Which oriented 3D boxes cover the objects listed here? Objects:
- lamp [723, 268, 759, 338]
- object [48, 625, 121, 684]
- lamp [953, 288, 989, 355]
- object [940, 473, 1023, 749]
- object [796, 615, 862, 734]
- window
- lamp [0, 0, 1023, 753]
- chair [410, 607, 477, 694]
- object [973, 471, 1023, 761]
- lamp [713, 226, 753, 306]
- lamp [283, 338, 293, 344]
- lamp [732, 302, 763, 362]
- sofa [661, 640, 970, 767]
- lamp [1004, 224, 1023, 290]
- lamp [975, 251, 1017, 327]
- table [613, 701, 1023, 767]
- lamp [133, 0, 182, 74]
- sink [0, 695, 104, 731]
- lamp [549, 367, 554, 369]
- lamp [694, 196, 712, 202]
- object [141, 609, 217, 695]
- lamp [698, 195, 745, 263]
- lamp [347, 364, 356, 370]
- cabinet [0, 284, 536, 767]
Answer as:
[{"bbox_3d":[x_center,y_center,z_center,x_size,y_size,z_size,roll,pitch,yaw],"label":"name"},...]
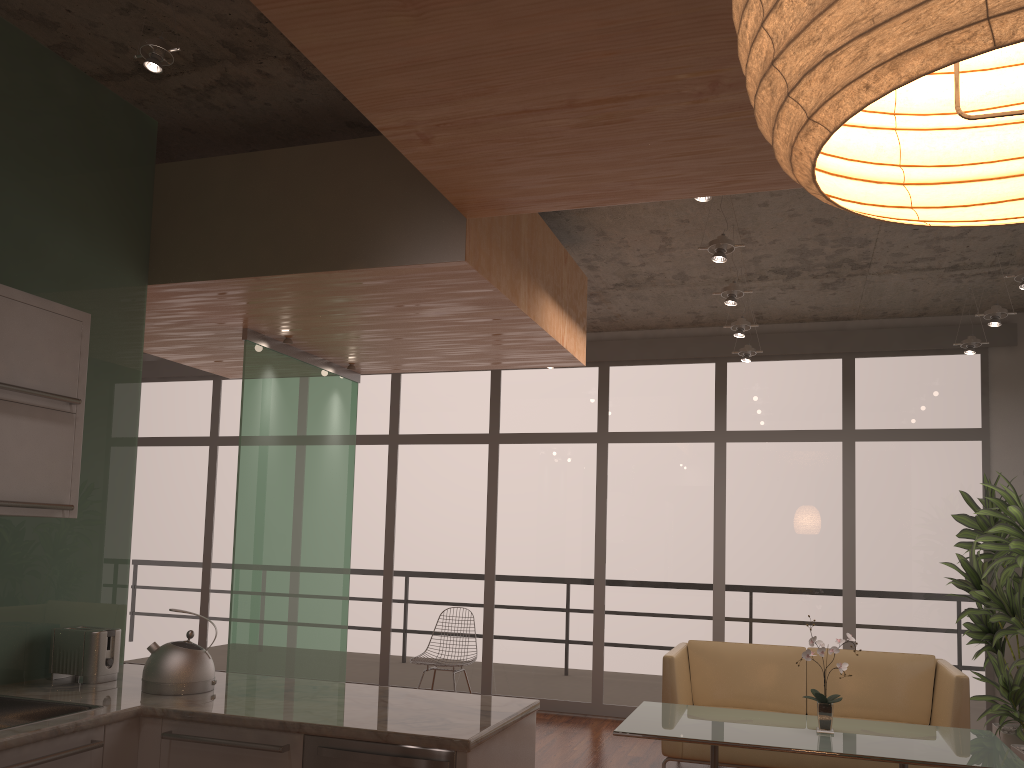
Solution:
[{"bbox_3d":[1.550,-0.556,5.973,0.199,0.478,0.135,3,-5,-14],"label":"lamp"},{"bbox_3d":[-1.685,1.071,3.498,0.237,0.200,0.154,-1,-7,18],"label":"object"},{"bbox_3d":[3.258,-0.451,6.269,0.199,0.478,0.135,3,-5,-14],"label":"lamp"},{"bbox_3d":[3.588,1.641,6.069,1.086,2.086,0.970,-3,-7,36],"label":"object"},{"bbox_3d":[1.620,1.503,4.560,0.298,0.584,0.374,0,-6,12],"label":"object"},{"bbox_3d":[-0.192,1.272,8.083,8.581,3.252,0.062,-1,-5,18],"label":"window"},{"bbox_3d":[-0.644,0.305,2.055,3.224,1.335,3.096,-1,-10,18],"label":"lamp"},{"bbox_3d":[-0.572,2.394,7.610,0.544,0.893,0.565,0,-7,18],"label":"chair"},{"bbox_3d":[3.395,1.519,5.424,0.971,2.086,1.086,-2,-7,31],"label":"object"},{"bbox_3d":[1.300,-0.703,5.197,0.199,0.478,0.135,3,-5,-14],"label":"lamp"},{"bbox_3d":[-1.275,-0.461,5.070,0.103,0.466,0.154,3,-5,-9],"label":"lamp"},{"bbox_3d":[1.800,-0.409,6.749,0.199,0.478,0.135,3,-5,-14],"label":"lamp"},{"bbox_3d":[1.936,2.172,5.785,1.806,0.830,0.886,-1,-8,18],"label":"sofa"},{"bbox_3d":[2.757,-0.745,4.717,0.199,0.478,0.135,3,-5,-14],"label":"lamp"},{"bbox_3d":[3.008,-0.598,5.493,0.199,0.478,0.135,3,-5,-14],"label":"lamp"},{"bbox_3d":[1.531,2.080,4.566,1.875,0.554,0.948,-2,-9,18],"label":"table"},{"bbox_3d":[-1.110,-1.217,2.788,0.153,0.466,0.104,3,-5,-14],"label":"lamp"},{"bbox_3d":[-1.755,1.029,2.767,0.618,0.379,0.648,-1,-9,18],"label":"sink"},{"bbox_3d":[0.324,-0.366,7.235,0.199,0.478,0.135,3,-5,-14],"label":"lamp"},{"bbox_3d":[0.800,-0.997,3.646,0.199,0.478,0.135,3,-5,-14],"label":"lamp"},{"bbox_3d":[-1.259,1.009,3.354,0.263,0.302,0.264,-3,-9,34],"label":"object"},{"bbox_3d":[1.050,-0.850,4.421,0.199,0.478,0.135,3,-5,-14],"label":"lamp"},{"bbox_3d":[-1.042,-0.324,5.791,0.103,0.466,0.154,3,-5,-9],"label":"lamp"},{"bbox_3d":[-1.458,0.607,1.661,1.919,2.253,4.283,-1,-9,18],"label":"cabinet"}]
